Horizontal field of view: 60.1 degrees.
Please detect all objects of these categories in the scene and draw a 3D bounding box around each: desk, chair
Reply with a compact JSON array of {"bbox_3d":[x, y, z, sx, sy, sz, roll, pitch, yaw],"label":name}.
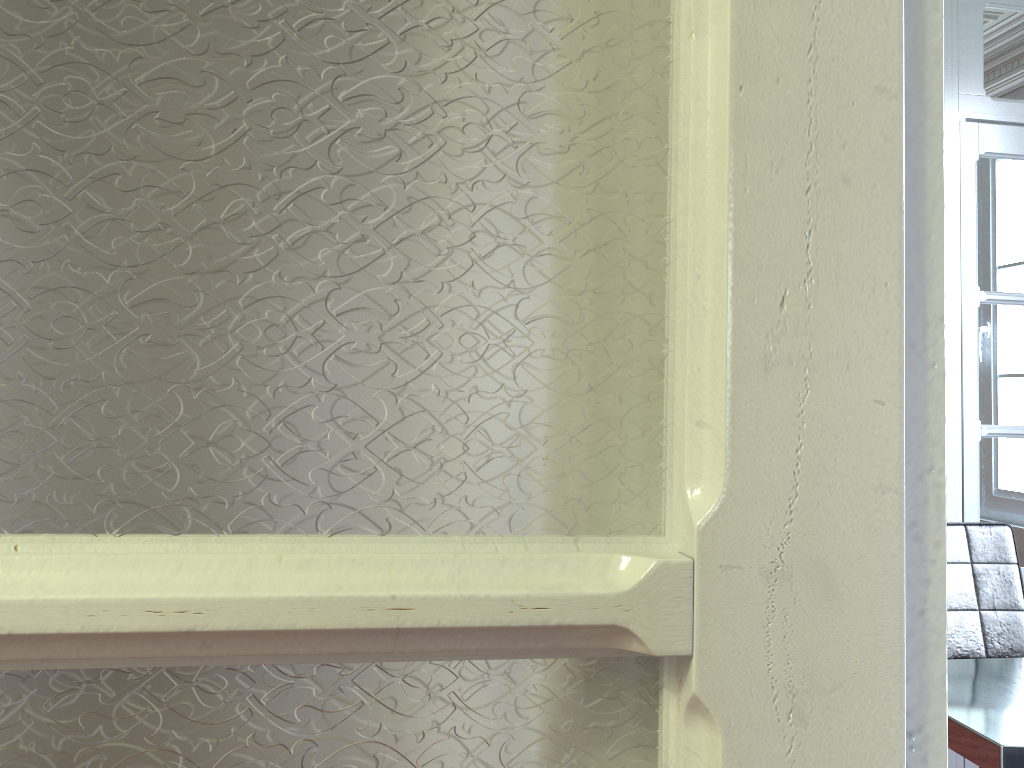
[{"bbox_3d":[1.605,0.965,1.243,1.445,0.656,1.708,2,-1,-10],"label":"desk"},{"bbox_3d":[1.223,0.839,2.145,0.475,0.923,0.600,2,-3,-10],"label":"chair"}]

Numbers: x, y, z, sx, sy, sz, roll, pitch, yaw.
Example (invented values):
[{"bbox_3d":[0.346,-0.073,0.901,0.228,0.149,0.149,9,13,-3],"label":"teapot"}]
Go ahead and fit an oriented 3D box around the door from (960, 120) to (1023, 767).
[{"bbox_3d":[1.959,0.237,2.919,1.160,2.190,0.040,2,-4,-10],"label":"door"}]
